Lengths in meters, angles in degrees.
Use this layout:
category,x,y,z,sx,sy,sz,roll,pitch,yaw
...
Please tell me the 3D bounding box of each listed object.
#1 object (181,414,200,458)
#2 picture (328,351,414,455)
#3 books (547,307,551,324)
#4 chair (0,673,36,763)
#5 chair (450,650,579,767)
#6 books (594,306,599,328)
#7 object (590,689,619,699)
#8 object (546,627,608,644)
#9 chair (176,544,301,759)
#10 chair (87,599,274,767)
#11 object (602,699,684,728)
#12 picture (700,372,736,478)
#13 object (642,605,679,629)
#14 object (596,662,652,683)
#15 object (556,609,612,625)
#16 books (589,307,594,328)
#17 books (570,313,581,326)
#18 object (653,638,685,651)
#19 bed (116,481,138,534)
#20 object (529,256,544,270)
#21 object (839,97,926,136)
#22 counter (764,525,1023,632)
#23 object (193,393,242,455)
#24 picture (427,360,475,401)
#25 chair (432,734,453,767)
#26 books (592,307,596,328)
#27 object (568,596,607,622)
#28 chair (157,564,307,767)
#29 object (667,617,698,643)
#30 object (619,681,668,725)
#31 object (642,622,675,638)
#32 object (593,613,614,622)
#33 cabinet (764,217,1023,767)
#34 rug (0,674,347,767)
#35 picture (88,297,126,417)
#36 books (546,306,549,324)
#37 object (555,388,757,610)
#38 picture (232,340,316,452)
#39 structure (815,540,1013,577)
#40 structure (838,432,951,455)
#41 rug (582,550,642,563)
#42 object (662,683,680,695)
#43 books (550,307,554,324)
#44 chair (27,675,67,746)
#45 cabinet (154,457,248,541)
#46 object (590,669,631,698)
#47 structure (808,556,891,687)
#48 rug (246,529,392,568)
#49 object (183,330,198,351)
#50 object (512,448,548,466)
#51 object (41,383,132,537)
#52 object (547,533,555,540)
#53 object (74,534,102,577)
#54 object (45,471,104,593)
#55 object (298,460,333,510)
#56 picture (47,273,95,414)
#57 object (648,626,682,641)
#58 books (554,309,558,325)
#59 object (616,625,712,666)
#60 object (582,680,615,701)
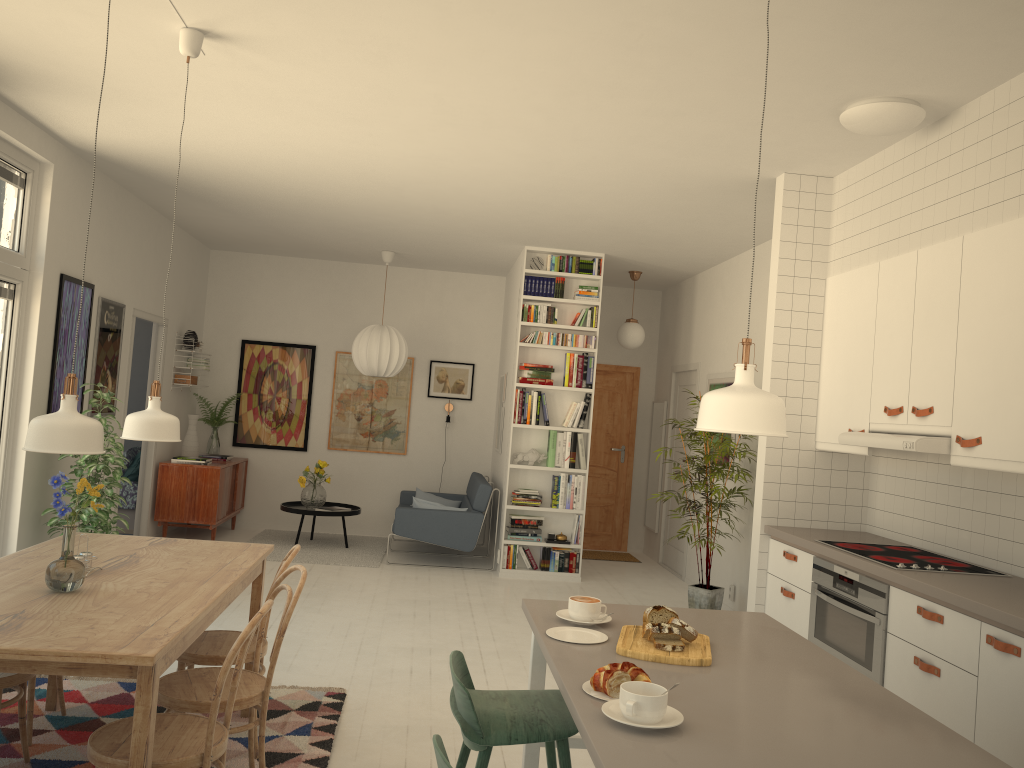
category,x,y,z,sx,sy,sz,roll,pitch,yaw
object,-3.074,0.513,8.508,0.160,0.445,0.158,3,-2,34
picture,-1.511,0.207,9.515,0.838,1.053,0.012,5,-2,-5
books,0.319,-0.602,7.922,0.024,0.155,0.206,5,-2,-5
chair,-1.924,0.977,3.098,0.483,0.811,0.385,5,-2,-8
chair,0.001,1.154,2.435,0.446,0.752,0.485,5,-2,-6
books,0.740,-0.592,7.954,0.022,0.199,0.212,5,-2,-5
object,0.237,0.664,1.919,0.122,0.005,0.120,4,-2,13
object,0.174,0.675,2.379,0.167,0.005,0.167,5,-2,-10
chair,-1.143,1.053,3.615,0.483,0.811,0.385,5,-2,-8
chair,-0.987,1.036,2.613,0.483,0.811,0.385,5,-2,-3
object,0.256,0.656,1.745,0.160,0.020,0.160,5,-2,-9
picture,1.763,0.343,7.559,0.012,0.877,0.822,5,-2,-5
object,0.402,0.635,2.399,0.086,0.087,0.090,4,-2,2
object,0.250,0.638,1.934,0.131,0.060,0.070,3,-2,33
object,0.206,0.675,2.547,0.160,0.020,0.160,6,-2,-40
books,0.700,-0.589,7.966,0.022,0.187,0.186,5,-2,-5
books,0.559,-0.571,7.964,0.073,0.129,0.200,5,-2,-5
object,0.401,0.665,2.260,0.077,0.017,0.068,4,-2,3
bed,-4.324,0.883,8.742,1.656,0.974,0.933,5,-2,-5
object,0.220,-1.066,7.864,0.131,0.131,0.131,5,-2,-10
object,1.625,-1.158,3.897,0.351,0.101,0.351,3,-2,37
counter,0.786,0.740,2.406,2.856,0.163,4.843,5,-2,-5
object,-3.038,0.413,9.157,0.476,0.686,0.398,5,-2,-3
picture,-0.659,-0.037,9.602,0.481,0.402,0.015,5,-2,-5
chair,0.025,1.138,1.817,0.446,0.752,0.485,5,-2,-20
books,0.720,-0.588,7.954,0.014,0.188,0.218,5,-2,-5
object,0.210,0.647,2.550,0.094,0.064,0.098,3,-2,43
chair,-1.003,1.050,3.123,0.483,0.811,0.385,5,-2,-23
object,0.446,0.645,2.319,0.079,0.067,0.074,5,-2,-3
object,0.258,0.630,1.744,0.094,0.060,0.098,5,-2,-8
object,0.387,0.645,2.317,0.083,0.057,0.072,4,-2,1
object,0.266,0.671,2.540,0.027,0.011,0.132,3,-2,34
cabinet,0.819,0.344,2.421,2.853,2.160,4.843,5,-2,-5
rug,-1.541,1.411,2.863,1.748,0.035,3.024,5,-2,-5
picture,-3.026,-0.190,6.636,0.020,0.869,0.525,5,-2,-5
books,0.303,-0.606,7.901,0.013,0.159,0.176,5,-2,-5
object,1.189,0.900,7.066,0.778,1.712,2.088,5,-2,-24
picture,-2.522,0.125,9.418,0.778,1.134,0.018,5,-2,-5
structure,1.769,0.789,3.997,0.504,0.057,0.763,5,-2,-5
structure,1.857,0.270,4.009,0.482,0.073,0.681,5,-2,-5
rug,0.833,1.794,9.290,0.941,0.002,0.553,5,-2,-5
object,0.279,0.614,1.733,0.102,0.086,0.028,3,-2,35
books,0.346,-0.600,7.891,0.023,0.153,0.176,5,-2,-5
chair,-2.046,0.981,3.590,0.483,0.811,0.385,5,-2,-3
cabinet,-3.021,1.111,8.693,0.546,0.727,1.262,5,-2,-5
object,0.210,0.634,1.897,0.060,0.059,0.074,6,-2,-36
structure,1.798,1.077,3.984,0.704,0.447,0.682,5,-2,-5
rug,-1.864,1.554,8.461,1.304,0.012,1.660,5,-2,-4
object,-3.081,-0.417,8.496,0.139,0.200,0.139,3,-2,39
object,0.161,0.642,7.828,0.311,0.150,0.137,4,-2,3
object,-2.715,0.700,5.694,0.569,1.424,0.513,3,-3,38
object,0.346,1.348,7.824,0.058,0.055,0.058,5,-2,-5
object,-1.531,0.604,3.163,0.095,0.138,0.155,5,-2,-5
object,-1.439,0.477,2.880,0.144,0.389,0.206,6,-3,-43
object,-1.910,0.966,8.547,0.291,0.471,0.361,3,-2,33
picture,-2.960,-0.208,5.957,0.018,0.999,0.545,5,-2,-5
object,0.397,0.646,2.290,0.083,0.055,0.073,4,-2,1
books,0.382,-0.591,7.913,0.020,0.145,0.189,5,-2,-5
object,0.400,0.684,2.330,0.237,0.019,0.306,4,-2,11
object,0.236,0.666,1.923,0.167,0.005,0.167,5,-2,-10
